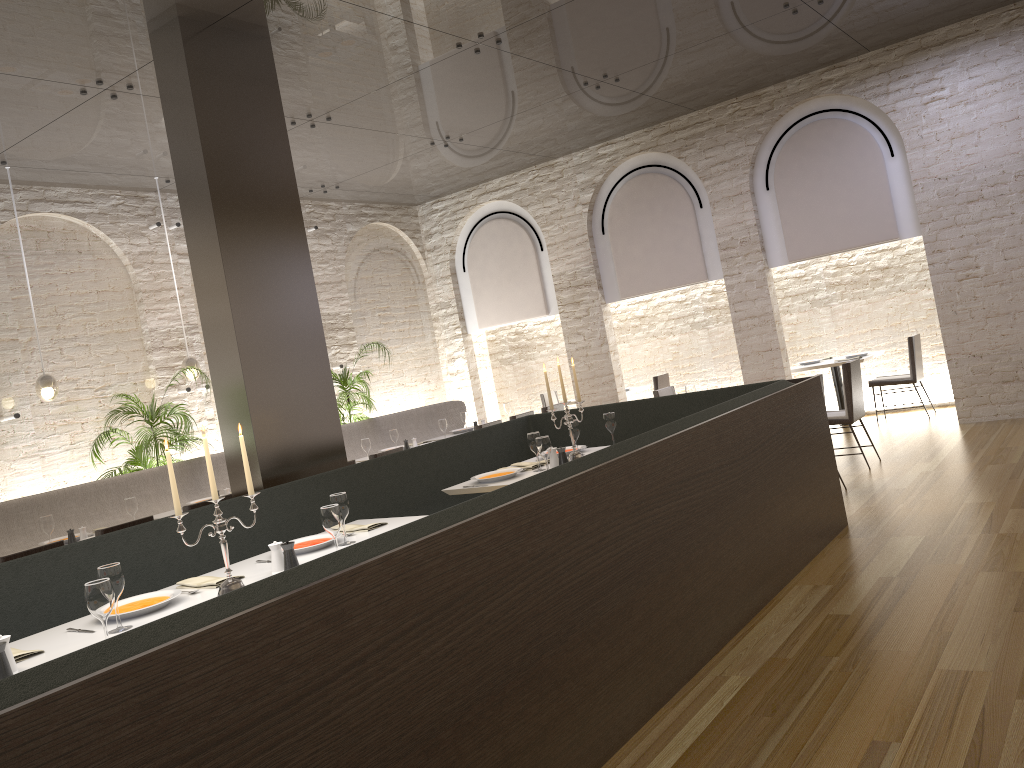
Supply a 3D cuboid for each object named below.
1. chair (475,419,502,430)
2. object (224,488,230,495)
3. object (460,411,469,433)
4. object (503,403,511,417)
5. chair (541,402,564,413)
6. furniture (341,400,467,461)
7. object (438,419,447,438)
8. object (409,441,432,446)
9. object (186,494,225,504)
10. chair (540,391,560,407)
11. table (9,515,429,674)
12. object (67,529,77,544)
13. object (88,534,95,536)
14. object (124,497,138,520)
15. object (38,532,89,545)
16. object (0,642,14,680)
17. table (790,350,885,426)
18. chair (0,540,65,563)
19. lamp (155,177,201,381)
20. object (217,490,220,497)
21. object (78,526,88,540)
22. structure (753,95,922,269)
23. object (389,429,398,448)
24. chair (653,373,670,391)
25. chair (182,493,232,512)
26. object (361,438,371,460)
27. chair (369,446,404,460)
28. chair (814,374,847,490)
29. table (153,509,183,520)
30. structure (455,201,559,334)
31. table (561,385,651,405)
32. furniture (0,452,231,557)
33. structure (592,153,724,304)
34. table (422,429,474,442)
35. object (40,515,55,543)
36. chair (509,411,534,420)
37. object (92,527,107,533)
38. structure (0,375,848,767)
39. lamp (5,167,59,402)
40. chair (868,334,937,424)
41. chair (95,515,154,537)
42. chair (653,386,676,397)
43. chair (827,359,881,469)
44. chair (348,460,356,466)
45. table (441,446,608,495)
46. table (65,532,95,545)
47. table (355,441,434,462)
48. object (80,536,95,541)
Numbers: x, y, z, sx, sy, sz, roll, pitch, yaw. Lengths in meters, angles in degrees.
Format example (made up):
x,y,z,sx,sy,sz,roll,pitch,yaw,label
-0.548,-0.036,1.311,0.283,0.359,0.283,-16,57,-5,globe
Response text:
x,y,z,sx,sy,sz,roll,pitch,yaw,label
-0.330,0.842,8.535,0.563,0.906,0.413,-11,-1,35,chair
-2.230,0.868,6.947,0.059,0.109,0.059,-11,0,27,object
-0.503,0.418,9.608,0.086,0.231,0.086,-10,-1,-25,object
-0.040,0.326,9.831,0.086,0.231,0.086,-10,-1,-25,object
0.319,0.697,9.463,0.563,0.906,0.413,-11,-1,35,chair
-1.138,0.862,9.808,0.704,1.098,2.593,-11,1,36,furniture
-0.684,0.469,8.911,0.086,0.231,0.086,-10,-1,-25,object
-0.984,0.625,9.227,0.272,0.033,0.143,-10,2,35,object
-2.462,0.946,7.146,0.321,0.036,0.322,-10,1,14,object
0.787,0.533,12.486,0.563,0.906,0.413,-11,-1,35,chair
-1.030,1.179,3.325,1.096,0.760,2.547,-10,1,36,table
-2.980,1.032,5.995,0.059,0.109,0.059,-11,0,27,object
-3.031,1.081,6.337,0.181,0.015,0.038,-9,2,37,object
-2.626,0.902,6.133,0.086,0.231,0.086,-10,-1,-12,object
-3.130,1.095,6.190,0.321,0.036,0.322,-10,1,14,object
-1.571,0.851,2.711,0.069,0.127,0.068,-10,0,-23,object
3.814,0.098,10.316,0.932,0.760,1.014,-10,1,36,table
-2.772,1.387,5.041,0.563,0.906,0.413,-11,-1,35,chair
-3.320,-1.032,8.723,0.177,2.042,0.178,-11,-1,15,lamp
-2.312,0.883,6.950,0.059,0.109,0.059,-11,0,27,object
-2.898,1.017,5.991,0.059,0.109,0.059,-11,0,27,object
3.382,-2.228,9.482,1.627,1.676,0.098,-10,-1,35,structure
-1.146,0.561,8.688,0.086,0.231,0.086,-10,-1,-25,object
1.837,0.357,11.728,0.563,0.906,0.413,-11,-1,35,chair
-2.113,1.240,5.984,0.563,0.906,0.413,-11,-1,35,chair
-1.310,0.609,8.016,0.086,0.231,0.086,-10,-1,-25,object
-1.134,1.021,7.385,0.563,0.906,0.413,-11,-1,35,chair
2.149,0.425,6.805,0.563,0.906,0.413,-11,-1,35,chair
-2.171,1.298,6.983,0.932,0.760,1.014,-10,1,36,table
-0.125,-1.639,12.013,1.627,1.676,0.098,-10,-1,35,structure
1.331,0.515,12.108,0.932,0.760,1.014,-10,1,36,table
-3.236,1.330,6.808,0.706,1.098,4.491,-11,1,36,furniture
1.685,-1.943,10.707,1.627,1.676,0.098,-10,-1,35,structure
-0.253,0.871,9.727,0.932,0.760,1.014,-10,1,36,table
-3.088,0.994,5.910,0.086,0.231,0.086,-10,-1,-12,object
-0.010,0.771,8.992,0.563,0.906,0.413,-11,-1,35,chair
-2.919,1.056,6.459,0.272,0.033,0.143,-10,2,35,object
-1.935,1.259,2.030,2.363,1.001,10.785,-10,2,36,structure
-4.128,-0.852,7.567,0.177,2.042,0.178,-11,-1,21,lamp
4.332,-0.062,9.927,0.563,0.906,0.413,-11,-1,35,chair
-2.451,1.315,5.501,0.563,0.906,0.413,-11,-1,35,chair
1.746,0.457,8.490,0.563,0.906,0.413,-11,-1,35,chair
2.796,0.280,7.731,0.563,0.906,0.413,-11,-1,35,chair
-1.452,1.092,6.930,0.563,0.906,0.413,-11,-1,35,chair
0.428,0.854,5.411,1.096,0.760,1.192,-10,1,36,table
-2.839,1.447,6.028,0.932,0.760,1.014,-10,1,36,table
-0.904,1.016,8.796,0.932,0.760,1.014,-10,1,36,table
-2.701,1.023,5.878,0.321,0.036,0.322,-10,1,14,object
